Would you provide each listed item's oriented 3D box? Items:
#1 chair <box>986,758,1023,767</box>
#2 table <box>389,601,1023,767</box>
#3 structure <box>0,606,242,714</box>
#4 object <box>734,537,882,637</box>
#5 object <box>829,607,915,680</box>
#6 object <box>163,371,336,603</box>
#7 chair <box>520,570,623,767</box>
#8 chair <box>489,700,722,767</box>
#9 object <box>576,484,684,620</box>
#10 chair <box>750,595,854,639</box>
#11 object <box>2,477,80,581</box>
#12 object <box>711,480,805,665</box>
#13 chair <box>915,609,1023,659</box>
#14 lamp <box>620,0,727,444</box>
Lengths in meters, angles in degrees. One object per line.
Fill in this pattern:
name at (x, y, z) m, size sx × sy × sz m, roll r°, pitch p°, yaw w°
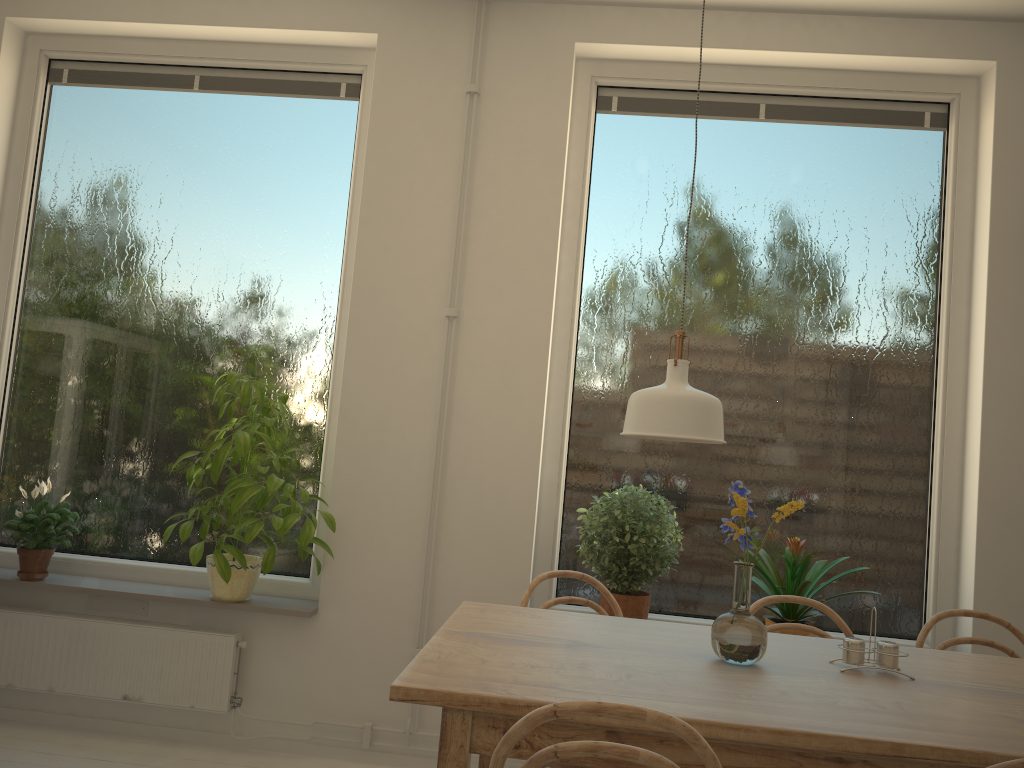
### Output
chair at (0.630, 0.907, 1.363) m, size 0.385 × 0.811 × 0.483 m, roll 6°, pitch -5°, yaw -12°
table at (0.692, 0.987, 1.822) m, size 1.797 × 0.749 × 0.894 m, roll 5°, pitch -5°, yaw 5°
structure at (-1.512, 1.011, 3.294) m, size 1.016 × 0.276 × 0.113 m, roll 5°, pitch -5°, yaw 5°
object at (1.015, 0.754, 3.108) m, size 0.487 × 0.425 × 0.417 m, roll 4°, pitch -5°, yaw 12°
object at (0.789, 0.559, 1.942) m, size 0.155 × 0.138 × 0.095 m, roll 5°, pitch -5°, yaw 5°
object at (-0.958, 0.384, 3.282) m, size 0.615 × 0.842 × 0.485 m, roll 6°, pitch -5°, yaw -16°
chair at (0.222, 0.953, 2.414) m, size 0.385 × 0.811 × 0.483 m, roll 7°, pitch -5°, yaw -22°
chair at (0.127, 0.870, 1.442) m, size 0.385 × 0.811 × 0.483 m, roll 4°, pitch -5°, yaw 8°
object at (0.415, 0.638, 3.179) m, size 0.395 × 0.561 × 0.383 m, roll 5°, pitch -5°, yaw 3°
chair at (0.768, 0.990, 2.273) m, size 0.385 × 0.811 × 0.483 m, roll 5°, pitch -5°, yaw 3°
object at (-1.885, 0.104, 3.085) m, size 0.261 × 1.209 × 0.942 m, roll 3°, pitch -5°, yaw 21°
object at (0.503, 0.406, 1.925) m, size 0.206 × 0.389 × 0.144 m, roll 8°, pitch -6°, yaw -33°
chair at (1.272, 1.036, 2.301) m, size 0.385 × 0.811 × 0.483 m, roll 4°, pitch -5°, yaw 8°
lamp at (0.420, -0.671, 2.002) m, size 0.229 × 1.597 × 0.229 m, roll 9°, pitch -6°, yaw -39°
